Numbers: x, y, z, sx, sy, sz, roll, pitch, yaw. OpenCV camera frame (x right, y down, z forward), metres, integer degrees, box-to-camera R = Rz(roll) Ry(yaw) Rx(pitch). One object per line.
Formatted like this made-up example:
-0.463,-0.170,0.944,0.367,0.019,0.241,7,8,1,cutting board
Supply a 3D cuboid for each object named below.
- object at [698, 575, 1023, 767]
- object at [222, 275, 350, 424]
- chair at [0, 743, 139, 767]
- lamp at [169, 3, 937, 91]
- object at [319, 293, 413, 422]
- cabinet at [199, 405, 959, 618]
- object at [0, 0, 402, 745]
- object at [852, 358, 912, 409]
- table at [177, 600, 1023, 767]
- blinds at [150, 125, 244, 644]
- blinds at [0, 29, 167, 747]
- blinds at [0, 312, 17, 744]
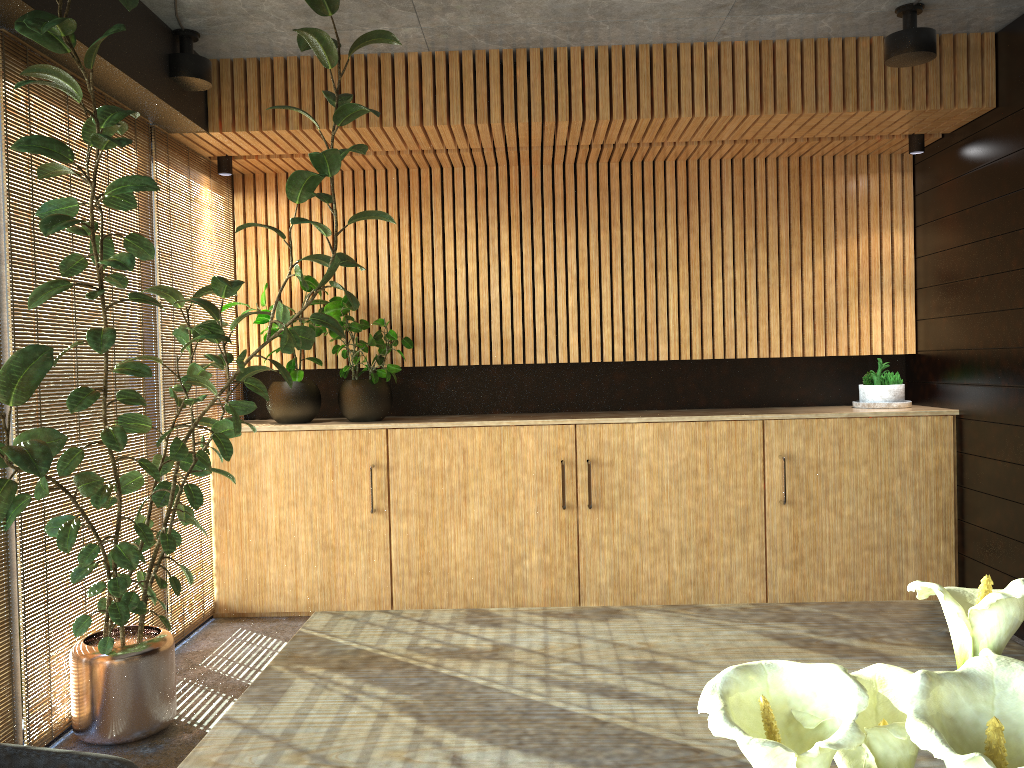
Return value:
0.273,0.414,0.623,0.295,0.546,0.322,-1,1,11,object
-1.573,-0.256,6.145,0.666,1.054,0.640,0,2,43,object
-1.041,1.156,1.551,0.761,0.944,0.706,-1,1,1,chair
0.177,-1.841,4.812,4.179,0.294,0.257,-1,1,1,lamp
-1.058,-0.181,6.119,0.679,0.880,0.512,-1,1,5,object
0.433,0.855,6.207,4.954,1.272,1.006,-1,1,1,cabinet
-1.623,-0.042,3.834,1.958,3.266,1.875,0,2,40,object
2.586,-0.008,6.206,0.384,0.347,0.384,-1,1,24,object
0.295,1.150,0.618,1.816,0.927,3.932,-1,1,1,table
-2.014,0.003,5.850,0.039,3.038,1.422,-1,1,1,blinds
-2.050,0.036,4.383,0.039,3.038,1.422,-1,1,1,blinds
-2.087,0.069,2.890,0.039,3.038,1.422,-1,1,1,blinds
